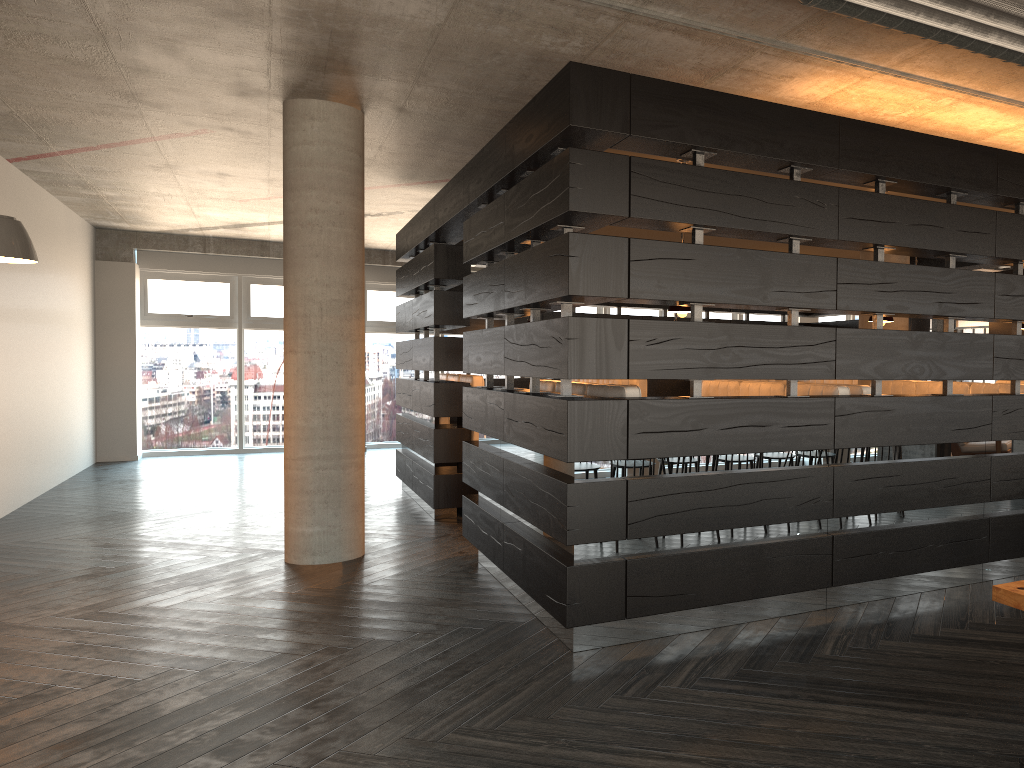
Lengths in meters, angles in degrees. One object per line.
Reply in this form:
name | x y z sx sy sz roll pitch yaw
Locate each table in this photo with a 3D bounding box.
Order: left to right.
table | 3.316 0.941 2.703 4.260 0.792 1.044 0 2 -26

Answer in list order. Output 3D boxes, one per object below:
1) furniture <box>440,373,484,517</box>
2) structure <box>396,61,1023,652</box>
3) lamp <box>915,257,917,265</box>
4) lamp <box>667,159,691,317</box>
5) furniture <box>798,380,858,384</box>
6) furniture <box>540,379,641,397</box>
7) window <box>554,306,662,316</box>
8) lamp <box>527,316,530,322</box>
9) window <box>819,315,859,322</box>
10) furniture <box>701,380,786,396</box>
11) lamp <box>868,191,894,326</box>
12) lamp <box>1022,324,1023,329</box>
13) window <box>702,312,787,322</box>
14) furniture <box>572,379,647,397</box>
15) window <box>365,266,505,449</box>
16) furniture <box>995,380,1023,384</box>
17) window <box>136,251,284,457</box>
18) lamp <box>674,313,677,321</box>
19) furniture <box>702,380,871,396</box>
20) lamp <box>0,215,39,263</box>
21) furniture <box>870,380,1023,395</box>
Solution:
furniture | -0.365 0.532 8.283 0.655 1.260 1.667 0 2 -18
structure | 2.276 -0.173 7.832 6.213 2.742 5.371 0 2 -22
lamp | 4.251 -1.511 8.751 0.489 1.503 0.401 0 2 -15
lamp | 1.104 -0.955 5.363 0.222 1.050 0.165 -1 2 -30
furniture | 4.015 0.526 10.520 0.655 1.260 1.667 0 2 -18
furniture | 0.545 0.616 5.194 0.669 1.260 1.658 0 2 -18
window | 1.680 -0.419 15.176 2.830 2.875 0.215 0 2 -27
lamp | 0.184 -1.041 8.508 0.182 1.050 0.205 1 2 16
window | 7.371 -0.426 18.082 2.830 2.875 0.215 0 2 -27
furniture | 2.666 0.528 9.831 1.210 1.260 1.664 0 2 -20
lamp | 2.765 -0.957 6.211 0.213 1.050 0.175 0 2 -15
lamp | 4.371 -0.958 7.031 0.222 1.050 0.165 -1 2 -30
window | 4.523 -0.422 16.627 2.830 2.875 0.215 0 2 -27
furniture | 0.963 0.530 8.961 1.210 1.260 1.664 0 2 -20
window | -1.162 -0.415 13.724 2.830 2.875 0.215 0 2 -27
furniture | 4.913 0.611 7.424 0.668 1.260 1.658 0 2 -18
window | -4.005 -0.412 12.273 2.830 2.875 0.215 0 2 -27
lamp | 1.845 -1.042 9.357 0.170 1.050 0.218 1 2 31
furniture | 1.866 0.615 5.869 1.210 1.260 1.655 0 2 -20
lamp | -3.136 -1.503 4.978 0.390 1.503 0.499 1 2 31
furniture | 3.570 0.612 6.739 1.210 1.260 1.655 0 2 -20
